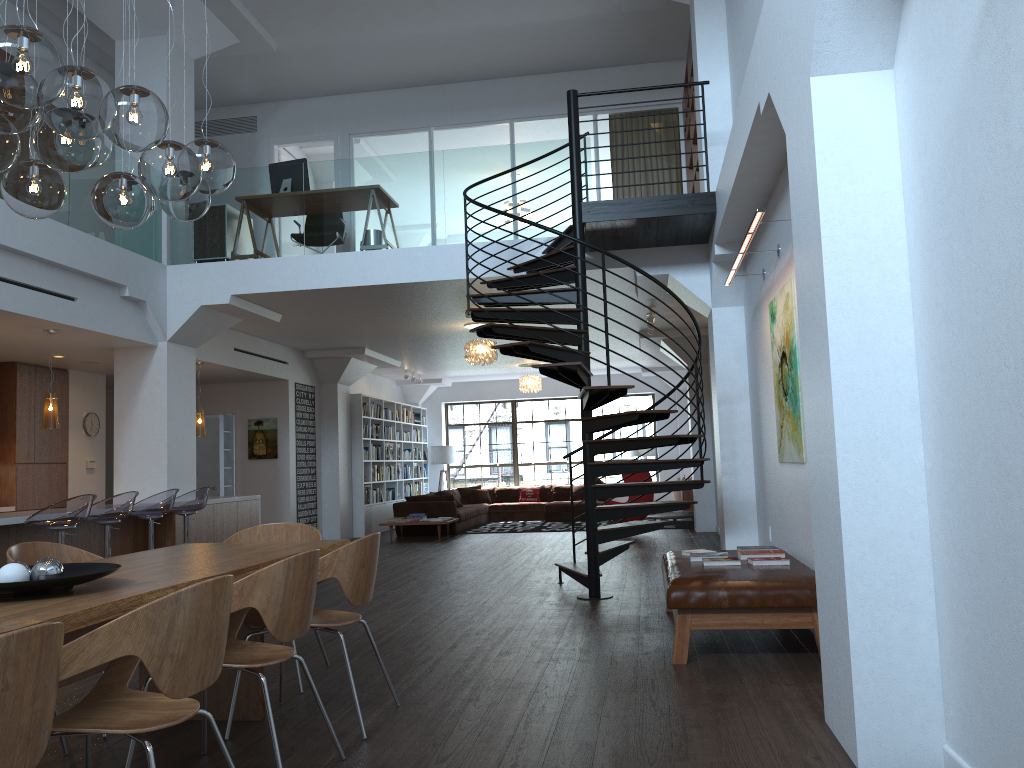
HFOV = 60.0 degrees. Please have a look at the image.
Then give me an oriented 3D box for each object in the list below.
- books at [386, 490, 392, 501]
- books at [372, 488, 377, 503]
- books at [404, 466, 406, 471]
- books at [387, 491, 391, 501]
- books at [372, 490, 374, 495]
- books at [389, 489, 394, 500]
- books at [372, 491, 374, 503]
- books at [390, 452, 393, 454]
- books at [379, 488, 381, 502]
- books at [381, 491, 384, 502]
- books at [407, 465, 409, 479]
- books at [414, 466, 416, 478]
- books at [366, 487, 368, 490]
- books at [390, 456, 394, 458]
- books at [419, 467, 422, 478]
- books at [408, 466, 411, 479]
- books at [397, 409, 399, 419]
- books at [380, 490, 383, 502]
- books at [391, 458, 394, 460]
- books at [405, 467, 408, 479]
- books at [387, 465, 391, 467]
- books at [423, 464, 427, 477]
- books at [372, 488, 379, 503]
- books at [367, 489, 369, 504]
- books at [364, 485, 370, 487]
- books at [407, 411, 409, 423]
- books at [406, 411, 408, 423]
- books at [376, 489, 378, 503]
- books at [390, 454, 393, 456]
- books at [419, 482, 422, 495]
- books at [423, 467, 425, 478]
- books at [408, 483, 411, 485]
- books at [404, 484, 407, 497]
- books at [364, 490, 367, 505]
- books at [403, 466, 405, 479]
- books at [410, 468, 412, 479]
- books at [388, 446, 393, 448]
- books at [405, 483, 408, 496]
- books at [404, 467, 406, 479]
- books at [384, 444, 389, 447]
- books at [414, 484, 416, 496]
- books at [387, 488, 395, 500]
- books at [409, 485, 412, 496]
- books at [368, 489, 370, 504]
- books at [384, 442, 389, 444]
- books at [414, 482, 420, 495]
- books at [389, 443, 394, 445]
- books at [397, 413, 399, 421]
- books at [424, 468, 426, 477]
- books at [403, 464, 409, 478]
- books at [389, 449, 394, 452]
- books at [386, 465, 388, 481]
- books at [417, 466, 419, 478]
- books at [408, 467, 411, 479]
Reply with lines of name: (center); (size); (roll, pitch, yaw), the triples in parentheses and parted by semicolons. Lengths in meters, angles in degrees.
books: (-2.323, 2.089, 16.626); (0.139, 0.191, 0.036); (-3, -5, 8)
books: (-2.485, 1.974, 15.647); (0.183, 0.253, 0.042); (-3, -5, 8)
books: (-2.199, 1.763, 17.615); (0.182, 0.255, 0.077); (-3, -5, 8)
books: (-2.329, 2.094, 16.570); (0.126, 0.173, 0.032); (-3, -5, 8)
books: (-2.502, 1.977, 15.536); (0.176, 0.231, 0.053); (-3, -5, 8)
books: (-2.303, 2.096, 16.766); (0.146, 0.202, 0.027); (-3, -5, 8)
books: (-2.499, 1.977, 15.491); (0.161, 0.223, 0.032); (-3, -5, 8)
books: (-2.363, 1.307, 16.823); (0.168, 0.045, 0.231); (-2, -5, 3)
books: (-2.445, 1.995, 15.882); (0.183, 0.253, 0.042); (-3, -5, 8)
books: (-2.415, 2.031, 16.024); (0.161, 0.207, 0.135); (-3, -5, 8)
books: (-2.169, 1.763, 17.827); (0.176, 0.293, 0.125); (-3, -5, 8)
books: (-2.087, 1.823, 18.316); (0.174, 0.251, 0.051); (-3, -5, 8)
books: (-2.562, 1.786, 15.164); (0.174, 0.045, 0.240); (-2, -5, -2)
books: (-2.351, 1.389, 16.804); (0.160, 0.039, 0.251); (-3, -5, 13)
books: (-2.015, 1.880, 18.826); (0.168, 0.228, 0.139); (-3, -5, 8)
books: (-2.145, 1.795, 17.964); (0.170, 0.251, 0.118); (-3, -5, 8)
books: (-2.300, 0.618, 17.359); (0.160, 0.251, 0.031); (-3, -5, 8)
books: (-2.432, 2.012, 15.970); (0.174, 0.236, 0.142); (-3, -5, 8)
books: (-2.346, 1.428, 16.802); (0.171, 0.039, 0.246); (-3, -5, 8)
books: (-2.181, 1.768, 17.659); (0.182, 0.253, 0.098); (-3, -5, 8)
books: (-2.349, 1.662, 16.641); (0.176, 0.290, 0.036); (-3, -5, 8)
books: (-1.937, 1.889, 19.303); (0.176, 0.290, 0.053); (-3, -5, 8)
books: (-2.464, 1.985, 15.798); (0.180, 0.259, 0.042); (-3, -5, 8)
books: (-2.551, 1.939, 15.212); (0.183, 0.253, 0.042); (-3, -5, 8)
books: (-2.559, 1.747, 15.145); (0.223, 0.027, 0.161); (-4, -5, 18)
books: (-2.194, 0.674, 18.038); (0.183, 0.253, 0.034); (-3, -5, 8)
books: (-2.204, 0.671, 17.956); (0.171, 0.246, 0.057); (-3, -5, 8)
books: (-2.470, 1.985, 15.719); (0.171, 0.246, 0.039); (-3, -5, 8)
books: (-2.377, 1.350, 16.807); (0.180, 0.042, 0.259); (-3, -5, 8)
books: (-2.000, 2.228, 18.839); (0.176, 0.290, 0.053); (-3, -5, 8)
books: (-1.968, 1.895, 19.052); (0.172, 0.235, 0.112); (-3, -5, 8)
books: (-2.129, 2.153, 17.959); (0.176, 0.290, 0.036); (-3, -5, 8)
books: (-2.192, 2.125, 17.582); (0.198, 0.284, 0.066); (-3, -5, 8)
books: (-2.558, 1.935, 15.099); (0.174, 0.240, 0.054); (-3, -5, 8)
books: (-2.215, 1.750, 17.474); (0.182, 0.255, 0.077); (-3, -5, 8)
books: (-2.126, 1.815, 18.034); (0.161, 0.222, 0.084); (-3, -5, 8)
books: (-2.376, 1.203, 16.860); (0.223, 0.027, 0.161); (-2, -5, -2)
books: (-2.167, 2.130, 17.690); (0.176, 0.290, 0.053); (-3, -5, 8)
books: (-2.198, 1.765, 17.574); (0.174, 0.243, 0.085); (-3, -5, 8)
books: (-2.405, 1.141, 16.443); (0.174, 0.045, 0.240); (-3, -5, 8)
books: (-2.081, 2.198, 18.274); (0.183, 0.253, 0.036); (-3, -5, 8)
books: (-2.295, 2.089, 16.852); (0.140, 0.231, 0.042); (-3, -5, 8)
books: (-2.124, 2.169, 17.922); (0.183, 0.253, 0.034); (-3, -5, 8)
books: (-2.538, 1.946, 15.294); (0.180, 0.251, 0.048); (-3, -5, 8)
books: (-2.402, 1.102, 16.423); (0.223, 0.027, 0.161); (-4, -5, 18)
books: (-2.012, 2.205, 18.620); (0.140, 0.298, 0.044); (-3, -5, 8)
books: (-2.352, 1.141, 16.849); (0.129, 0.043, 0.185); (-4, -6, 23)
books: (-2.301, 0.633, 17.276); (0.161, 0.207, 0.130); (-3, -5, 8)
books: (-1.954, 1.915, 19.149); (0.161, 0.213, 0.118); (-3, -5, 8)
books: (-2.183, 1.759, 17.766); (0.197, 0.290, 0.136); (-3, -5, 8)
books: (-2.357, 1.264, 16.821); (0.183, 0.042, 0.253); (-3, -5, 8)
books: (-2.387, 1.639, 16.372); (0.176, 0.290, 0.053); (-3, -5, 8)
books: (-2.049, 1.848, 18.606); (0.183, 0.253, 0.042); (-3, -5, 8)
books: (-2.149, 1.794, 17.911); (0.174, 0.242, 0.105); (-3, -5, 8)
